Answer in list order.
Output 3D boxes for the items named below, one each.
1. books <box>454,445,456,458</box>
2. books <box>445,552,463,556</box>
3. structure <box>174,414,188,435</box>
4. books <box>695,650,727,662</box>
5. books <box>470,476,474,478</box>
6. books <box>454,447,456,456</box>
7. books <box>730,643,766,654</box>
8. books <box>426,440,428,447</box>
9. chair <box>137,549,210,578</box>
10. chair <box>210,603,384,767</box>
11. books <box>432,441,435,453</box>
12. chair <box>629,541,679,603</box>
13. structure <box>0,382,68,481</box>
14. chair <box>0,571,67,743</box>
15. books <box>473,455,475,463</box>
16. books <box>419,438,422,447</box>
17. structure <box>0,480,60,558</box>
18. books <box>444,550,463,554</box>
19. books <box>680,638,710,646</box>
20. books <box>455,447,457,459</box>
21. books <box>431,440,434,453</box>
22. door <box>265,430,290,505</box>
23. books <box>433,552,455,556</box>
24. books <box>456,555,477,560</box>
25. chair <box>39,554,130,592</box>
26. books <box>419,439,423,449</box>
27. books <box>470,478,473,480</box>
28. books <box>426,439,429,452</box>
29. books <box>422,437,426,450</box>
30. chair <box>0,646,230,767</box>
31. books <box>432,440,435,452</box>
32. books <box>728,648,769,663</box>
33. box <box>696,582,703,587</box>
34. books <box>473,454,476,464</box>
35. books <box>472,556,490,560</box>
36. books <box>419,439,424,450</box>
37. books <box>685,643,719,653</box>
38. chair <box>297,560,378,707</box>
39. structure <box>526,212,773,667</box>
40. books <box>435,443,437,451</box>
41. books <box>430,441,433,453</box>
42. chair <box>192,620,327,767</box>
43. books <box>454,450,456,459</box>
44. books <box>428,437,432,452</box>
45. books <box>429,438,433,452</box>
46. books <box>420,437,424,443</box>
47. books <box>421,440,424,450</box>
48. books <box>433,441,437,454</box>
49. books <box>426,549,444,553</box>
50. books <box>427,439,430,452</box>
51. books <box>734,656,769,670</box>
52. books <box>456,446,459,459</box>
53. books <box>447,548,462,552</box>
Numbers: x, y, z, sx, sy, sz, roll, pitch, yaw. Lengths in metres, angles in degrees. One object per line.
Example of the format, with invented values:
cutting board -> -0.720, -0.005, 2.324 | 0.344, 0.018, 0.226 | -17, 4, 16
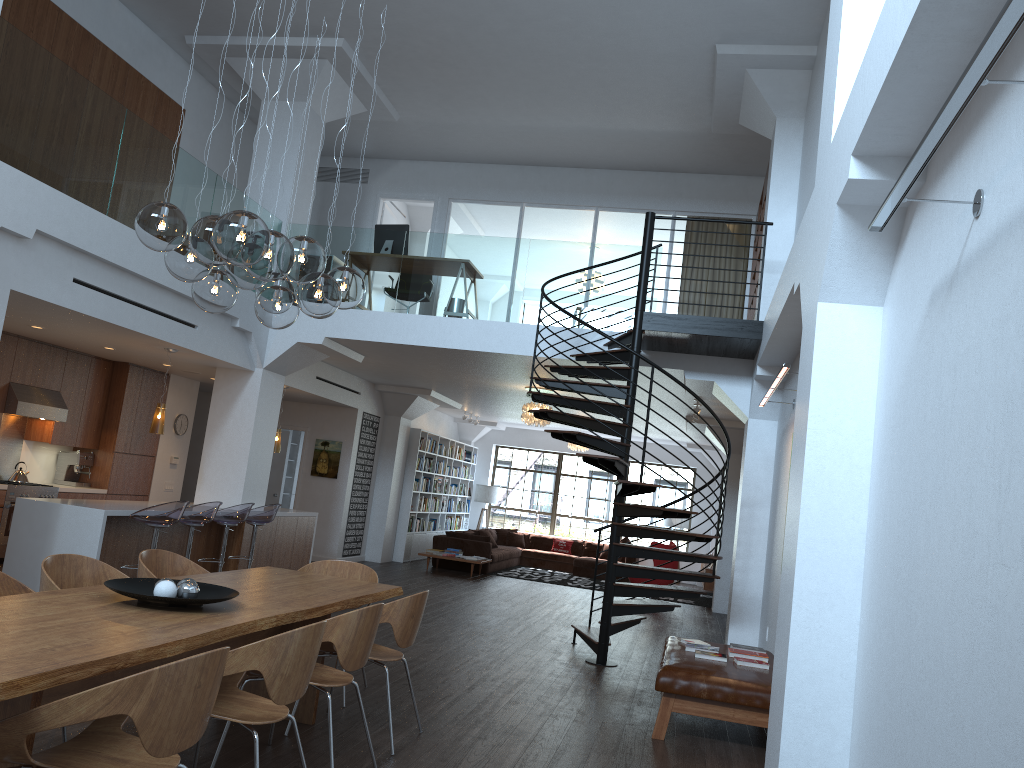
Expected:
books -> -1.264, 1.419, 18.688 | 0.140, 0.298, 0.044 | 6, -7, 12
books -> -1.020, 2.982, 15.571 | 0.312, 0.037, 0.216 | 7, -7, 2
structure -> -4.714, 0.581, 12.637 | 0.040, 0.300, 0.300 | 6, -7, 12
books -> 1.436, 1.964, 6.405 | 0.224, 0.032, 0.161 | 6, -7, 12
books -> -1.048, 2.114, 20.225 | 0.284, 0.033, 0.197 | 4, -8, 27
books -> -1.295, 1.435, 18.639 | 0.189, 0.247, 0.057 | 6, -7, 12
books -> 1.848, 2.083, 6.949 | 0.254, 0.044, 0.183 | 6, -7, 7
books -> -1.681, 1.153, 16.664 | 0.161, 0.222, 0.084 | 6, -7, 12
chair -> -1.973, 1.446, 5.303 | 0.618, 0.833, 0.629 | 6, -7, 10
chair -> -0.977, 1.447, 4.305 | 0.618, 0.833, 0.629 | 6, -7, 14
books -> -1.589, 1.210, 17.120 | 0.174, 0.243, 0.085 | 6, -7, 12
chair -> 2.331, 3.070, 14.606 | 0.801, 1.006, 0.798 | 2, -9, 37
structure -> -5.630, 0.572, 10.117 | 0.529, 1.110, 0.811 | 6, -7, 12
chair -> -2.290, 1.218, 3.808 | 0.618, 0.833, 0.629 | 6, -7, 12
books -> -0.937, 1.723, 20.369 | 0.136, 0.196, 0.045 | 6, -7, 12
books -> -1.767, 1.091, 16.244 | 0.182, 0.215, 0.188 | 6, -7, 12
structure -> -5.690, 1.566, 9.979 | 0.662, 0.919, 0.811 | 6, -7, 12
books -> -1.019, 2.947, 15.580 | 0.279, 0.035, 0.191 | 4, -8, 22
books -> 1.445, 2.043, 6.994 | 0.161, 0.031, 0.223 | 8, -7, -10
books -> -1.259, 1.463, 18.821 | 0.171, 0.246, 0.057 | 6, -7, 12
books -> -1.602, 1.194, 17.035 | 0.182, 0.253, 0.098 | 6, -7, 12
door -> -4.384, 1.786, 15.391 | 0.826, 2.032, 0.174 | 6, -7, 12
books -> -1.167, 2.918, 15.196 | 0.236, 0.035, 0.340 | 2, -9, 37
books -> -0.777, 2.954, 15.103 | 0.231, 0.040, 0.342 | 13, -9, -37
chair -> -2.142, 1.330, 4.549 | 0.618, 0.833, 0.629 | 6, -7, 12
books -> -1.758, 1.107, 16.334 | 0.167, 0.210, 0.162 | 6, -7, 12
books -> -1.053, 2.148, 20.221 | 0.284, 0.035, 0.197 | 1, -10, 42
books -> -1.671, 1.149, 16.739 | 0.170, 0.251, 0.118 | 6, -7, 12
books -> -1.718, 1.110, 16.504 | 0.170, 0.251, 0.118 | 6, -7, 12
chair -> -1.270, 1.222, 2.806 | 0.618, 0.833, 0.629 | 6, -7, 12
books -> -1.603, 1.198, 17.083 | 0.182, 0.255, 0.077 | 6, -7, 12
books -> 1.768, 2.032, 6.644 | 0.283, 0.043, 0.197 | 6, -7, 12
box -> 4.110, 4.303, 19.241 | 0.228, 0.165, 0.368 | 6, -7, 12
books -> -0.920, 1.718, 20.450 | 0.140, 0.231, 0.042 | 6, -7, 12
books -> -0.560, 3.020, 15.404 | 0.256, 0.035, 0.350 | 2, -9, 37
books -> -1.737, 1.112, 16.395 | 0.161, 0.218, 0.101 | 6, -7, 12
books -> 1.432, 1.996, 6.675 | 0.247, 0.040, 0.185 | 5, -7, 15
chair -> -1.240, 1.614, 5.905 | 0.629, 0.833, 0.618 | 6, -7, 7
structure -> 1.102, 0.451, 8.514 | 1.998, 4.352, 1.998 | 11, -8, -27
books -> -1.566, 1.239, 17.288 | 0.167, 0.233, 0.077 | 6, -7, 12
books -> -1.611, 1.191, 17.003 | 0.159, 0.248, 0.089 | 6, -7, 12
chair -> -1.106, 1.337, 3.560 | 0.618, 0.833, 0.629 | 6, -7, 12
books -> -1.267, 1.470, 18.728 | 0.144, 0.207, 0.048 | 6, -7, 12
books -> -1.644, 1.149, 16.879 | 0.176, 0.293, 0.125 | 6, -7, 12
books -> -1.636, 1.159, 16.940 | 0.197, 0.290, 0.136 | 6, -7, 12
books -> -1.728, 1.106, 16.462 | 0.159, 0.248, 0.089 | 6, -7, 12
books -> -1.728, 1.115, 16.428 | 0.161, 0.222, 0.084 | 6, -7, 12
books -> -1.570, 1.219, 17.220 | 0.182, 0.255, 0.077 | 6, -7, 12
books -> -1.340, 2.939, 15.580 | 0.241, 0.045, 0.334 | 6, -7, 14
books -> -1.658, 1.161, 16.789 | 0.174, 0.242, 0.105 | 6, -7, 12
books -> 1.706, 1.989, 6.321 | 0.224, 0.036, 0.161 | 6, -7, 6
books -> -1.243, 1.453, 18.904 | 0.176, 0.290, 0.053 | 6, -7, 12
books -> -1.011, 2.917, 15.581 | 0.224, 0.027, 0.157 | 5, -7, 17
